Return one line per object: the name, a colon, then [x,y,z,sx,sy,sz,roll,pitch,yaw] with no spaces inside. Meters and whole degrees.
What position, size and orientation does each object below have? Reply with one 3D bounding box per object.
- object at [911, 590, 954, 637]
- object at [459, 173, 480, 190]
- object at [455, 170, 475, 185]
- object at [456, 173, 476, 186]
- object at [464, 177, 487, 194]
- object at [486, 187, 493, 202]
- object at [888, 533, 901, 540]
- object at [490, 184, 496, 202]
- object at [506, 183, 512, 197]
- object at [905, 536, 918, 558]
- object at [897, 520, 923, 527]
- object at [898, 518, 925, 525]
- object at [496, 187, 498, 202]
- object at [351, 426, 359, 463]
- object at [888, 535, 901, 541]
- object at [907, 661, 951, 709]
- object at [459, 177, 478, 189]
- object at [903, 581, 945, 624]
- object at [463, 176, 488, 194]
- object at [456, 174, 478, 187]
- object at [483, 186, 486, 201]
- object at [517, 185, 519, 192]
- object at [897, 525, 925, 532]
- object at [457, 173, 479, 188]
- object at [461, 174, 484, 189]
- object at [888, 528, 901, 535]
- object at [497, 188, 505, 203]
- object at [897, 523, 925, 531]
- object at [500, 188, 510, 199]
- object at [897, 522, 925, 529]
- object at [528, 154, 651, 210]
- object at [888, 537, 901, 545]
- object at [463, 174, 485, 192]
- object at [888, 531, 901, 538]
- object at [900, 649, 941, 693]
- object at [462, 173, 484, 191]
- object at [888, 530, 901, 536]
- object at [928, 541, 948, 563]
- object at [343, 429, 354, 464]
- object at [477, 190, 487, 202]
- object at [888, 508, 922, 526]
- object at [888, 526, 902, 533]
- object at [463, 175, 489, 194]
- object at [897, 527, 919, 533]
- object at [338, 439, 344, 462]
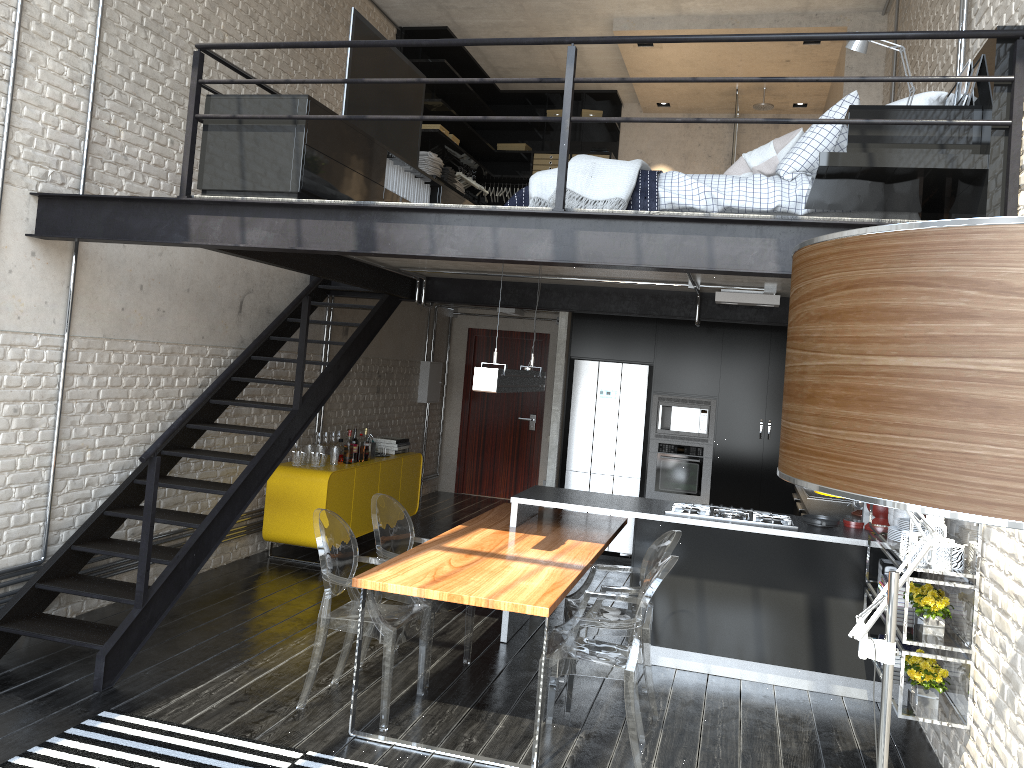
object: [1.917,1.041,4.039,0.183,0.192,0.174,4,-1,27]
object: [-0.598,-2.565,11.177,0.430,0.220,0.010,5,-2,15]
object: [-0.649,-2.563,10.874,0.430,0.220,0.010,5,-2,12]
object: [-0.648,-2.564,10.929,0.430,0.220,0.010,5,-2,2]
object: [-0.506,-2.563,11.438,0.430,0.220,0.010,5,-2,18]
object: [-0.294,-2.551,11.689,0.010,0.220,0.429,4,0,10]
object: [2.026,0.785,4.453,0.251,0.031,0.252,4,1,-17]
object: [-0.242,-2.546,11.668,0.010,0.220,0.429,4,0,7]
object: [-0.026,-2.528,11.618,0.010,0.220,0.429,4,0,10]
object: [1.880,0.762,4.107,0.108,0.100,0.083,5,-1,-41]
object: [2.032,0.712,4.455,0.171,0.030,0.170,5,1,19]
object: [2.033,0.704,4.455,0.171,0.030,0.170,5,1,19]
object: [-0.189,-2.542,11.649,0.010,0.220,0.429,5,0,2]
object: [-1.427,0.546,8.004,0.080,0.330,0.079,4,-2,5]
object: [2.025,0.793,4.452,0.251,0.031,0.252,4,1,-17]
object: [1.895,1.360,4.025,0.175,0.192,0.182,4,-1,37]
object: [-0.628,-2.566,11.094,0.430,0.220,0.010,5,-2,2]
object: [1.964,1.041,4.223,0.175,0.192,0.182,4,-1,37]
object: [-0.516,-2.563,11.383,0.430,0.220,0.010,5,-2,10]
object: [-0.629,-2.564,10.982,0.430,0.220,0.010,5,-2,7]
object: [-0.353,-2.556,11.669,0.010,0.220,0.429,5,0,2]
object: [0.081,-2.518,11.592,0.010,0.220,0.429,4,0,9]
object: [2.030,0.738,4.453,0.171,0.030,0.170,5,1,19]
object: [-0.608,-2.563,11.034,0.430,0.220,0.010,5,-2,10]
object: [-0.545,-2.560,11.129,0.430,0.220,0.010,5,-2,17]
object: [2.028,0.761,4.454,0.251,0.031,0.252,4,1,-17]
object: [-0.133,-2.537,11.647,0.010,0.220,0.429,4,0,12]
object: [2.030,0.730,4.454,0.171,0.030,0.170,5,1,19]
object: [-0.081,-2.532,11.628,0.010,0.220,0.429,4,0,18]
object: [2.031,0.721,4.454,0.171,0.030,0.170,5,1,19]
object: [0.652,-1.159,6.158,0.682,0.660,2.512,5,1,16]
object: [2.024,0.802,4.452,0.251,0.031,0.252,4,1,-17]
object: [-0.541,-2.563,11.275,0.430,0.220,0.010,5,-2,9]
object: [2.026,0.777,4.453,0.251,0.031,0.252,4,1,-17]
object: [1.937,1.360,4.203,0.183,0.192,0.174,4,-1,27]
object: [-0.559,-2.563,11.222,0.430,0.220,0.010,5,-2,10]
object: [2.027,0.769,4.453,0.251,0.031,0.252,4,1,-17]
object: [1.937,0.768,4.054,0.108,0.100,0.082,4,-1,29]
object: [-1.455,0.558,7.895,0.081,0.309,0.081,4,-2,7]
object: [-0.389,-2.560,11.753,0.010,0.220,0.429,4,0,17]
object: [2.150,0.710,4.843,0.150,0.217,0.309,4,0,12]
object: [2.028,0.753,4.454,0.251,0.031,0.252,4,1,-17]
object: [-0.504,-2.561,11.325,0.430,0.220,0.010,5,-2,-1]
object: [2.029,0.747,4.453,0.171,0.030,0.170,5,1,19]
object: [-1.552,0.597,7.989,0.087,0.206,0.087,3,-2,40]
